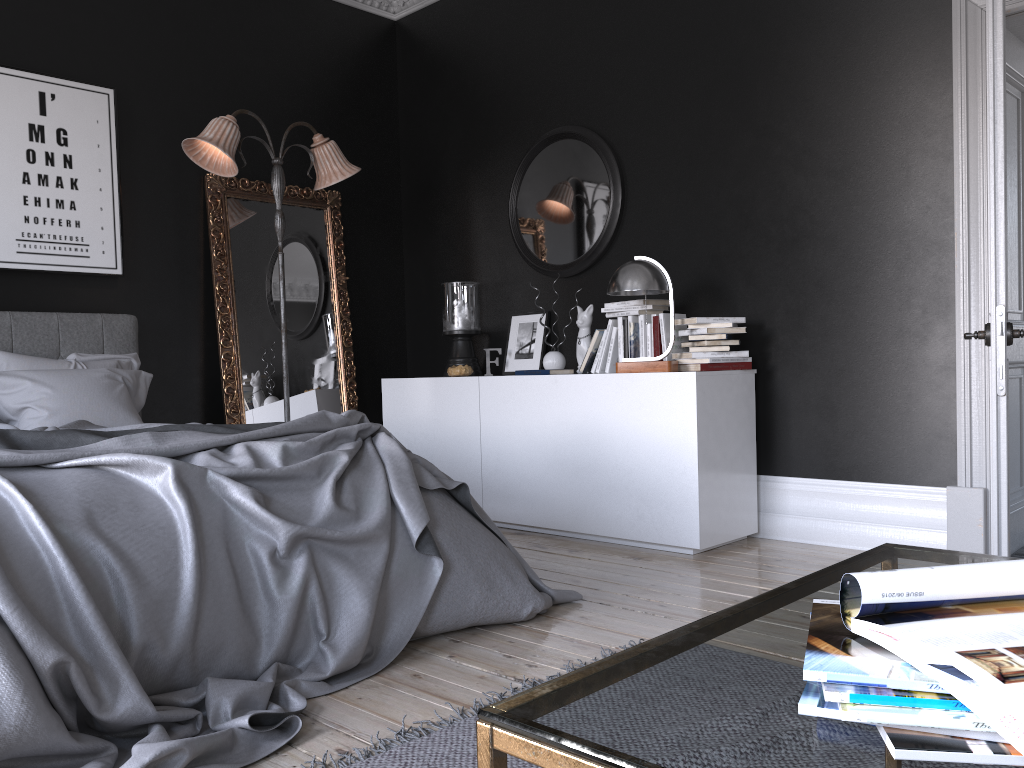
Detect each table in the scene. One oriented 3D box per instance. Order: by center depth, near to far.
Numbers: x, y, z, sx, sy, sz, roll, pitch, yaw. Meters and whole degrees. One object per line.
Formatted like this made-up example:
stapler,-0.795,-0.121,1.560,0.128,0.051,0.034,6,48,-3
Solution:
table,0.869,0.596,0.829,1.449,0.558,1.092,-1,2,44

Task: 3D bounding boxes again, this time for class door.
door,1.868,-0.383,3.366,0.216,2.376,1.097,0,2,32

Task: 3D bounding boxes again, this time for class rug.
rug,0.948,0.858,0.979,3.645,0.050,2.104,-1,1,45

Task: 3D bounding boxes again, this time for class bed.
bed,-1.758,0.267,3.361,3.284,1.299,2.763,-1,1,33

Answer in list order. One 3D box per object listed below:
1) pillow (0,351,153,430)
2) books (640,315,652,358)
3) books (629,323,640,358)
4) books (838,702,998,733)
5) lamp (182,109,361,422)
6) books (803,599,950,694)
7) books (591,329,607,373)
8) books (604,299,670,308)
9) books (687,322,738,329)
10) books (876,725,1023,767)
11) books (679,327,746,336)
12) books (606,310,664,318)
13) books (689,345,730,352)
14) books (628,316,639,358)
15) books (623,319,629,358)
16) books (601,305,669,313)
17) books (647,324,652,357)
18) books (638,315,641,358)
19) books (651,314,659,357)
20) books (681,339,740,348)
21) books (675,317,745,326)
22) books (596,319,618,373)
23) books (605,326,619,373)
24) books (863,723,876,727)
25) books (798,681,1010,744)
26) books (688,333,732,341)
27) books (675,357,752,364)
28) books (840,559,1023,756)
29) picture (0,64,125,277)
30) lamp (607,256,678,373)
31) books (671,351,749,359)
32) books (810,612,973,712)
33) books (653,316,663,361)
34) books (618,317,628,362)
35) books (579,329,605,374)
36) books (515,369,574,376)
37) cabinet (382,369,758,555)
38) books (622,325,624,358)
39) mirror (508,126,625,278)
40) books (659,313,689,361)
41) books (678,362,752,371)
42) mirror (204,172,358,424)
pillow,-2.520,0.091,4.171,0.680,0.760,1.829,0,2,44
books,0.771,-0.218,4.805,0.024,0.307,0.220,0,3,44
books,0.707,-0.197,4.814,0.029,0.270,0.204,0,3,44
books,0.468,0.276,0.833,0.318,0.011,0.252,-1,1,16
lamp,-1.326,-0.338,5.152,0.986,2.413,0.772,-2,2,-13
books,0.455,0.255,0.856,0.318,0.011,0.252,-1,1,21
books,0.552,-0.185,5.022,0.132,0.245,0.195,0,2,44
books,0.696,-0.439,4.902,0.220,0.030,0.306,-2,1,-36
books,1.036,-0.295,4.567,0.220,0.024,0.307,-1,1,19
books,0.494,0.297,0.820,0.318,0.011,0.252,-2,1,11
books,1.025,-0.268,4.551,0.220,0.030,0.306,-2,1,-16
books,0.676,-0.386,4.889,0.195,0.026,0.258,-2,1,-36
books,1.018,-0.178,4.560,0.203,0.029,0.268,-1,1,14
books,0.715,-0.218,4.860,0.024,0.307,0.220,0,3,44
books,0.679,-0.208,4.862,0.030,0.290,0.193,0,3,44
books,0.679,-0.411,4.882,0.307,0.024,0.220,-1,1,34
books,0.793,-0.195,4.787,0.026,0.259,0.195,0,3,44
books,0.771,-0.219,4.844,0.030,0.307,0.221,0,3,44
books,0.832,-0.220,4.785,0.030,0.307,0.221,0,3,44
books,1.018,-0.208,4.568,0.193,0.030,0.289,-2,1,-15
books,1.002,-0.320,4.542,0.306,0.030,0.220,-2,1,-26
books,0.585,-0.211,4.986,0.126,0.296,0.220,0,3,44
books,0.610,-0.191,4.966,0.091,0.256,0.195,0,3,44
books,0.443,0.315,0.863,0.231,0.023,0.162,-1,1,45
books,0.456,0.287,0.843,0.318,0.011,0.252,-1,1,26
books,1.018,-0.238,4.552,0.193,0.030,0.289,-1,1,18
books,1.029,-0.120,4.528,0.319,0.025,0.228,-2,1,-36
books,0.517,0.241,0.807,0.322,0.109,0.273,-2,1,-11
picture,-2.519,-1.141,4.800,0.014,1.079,0.791,0,3,44
lamp,0.654,-0.352,4.495,0.340,0.591,0.328,-1,2,24
books,1.014,-0.148,4.552,0.318,0.031,0.229,-2,1,-16
books,0.460,0.266,0.850,0.318,0.011,0.252,-1,1,16
books,0.839,-0.214,4.743,0.038,0.295,0.235,0,3,44
books,0.670,-0.217,4.942,0.030,0.307,0.221,0,3,44
books,0.501,-0.185,5.030,0.158,0.246,0.203,0,2,44
books,0.183,-0.066,4.966,0.193,0.030,0.289,-3,1,-40
cabinet,0.213,0.385,5.207,2.396,0.883,0.570,-1,2,44
books,0.677,-0.193,4.901,0.026,0.259,0.195,0,3,44
mirror,0.307,-1.124,5.490,0.924,0.925,0.061,0,3,44
books,0.868,-0.220,4.711,0.050,0.308,0.220,0,3,44
books,1.028,-0.088,4.518,0.294,0.038,0.234,-2,1,-19
mirror,-1.444,-0.230,5.795,0.254,2.193,0.990,0,3,44
